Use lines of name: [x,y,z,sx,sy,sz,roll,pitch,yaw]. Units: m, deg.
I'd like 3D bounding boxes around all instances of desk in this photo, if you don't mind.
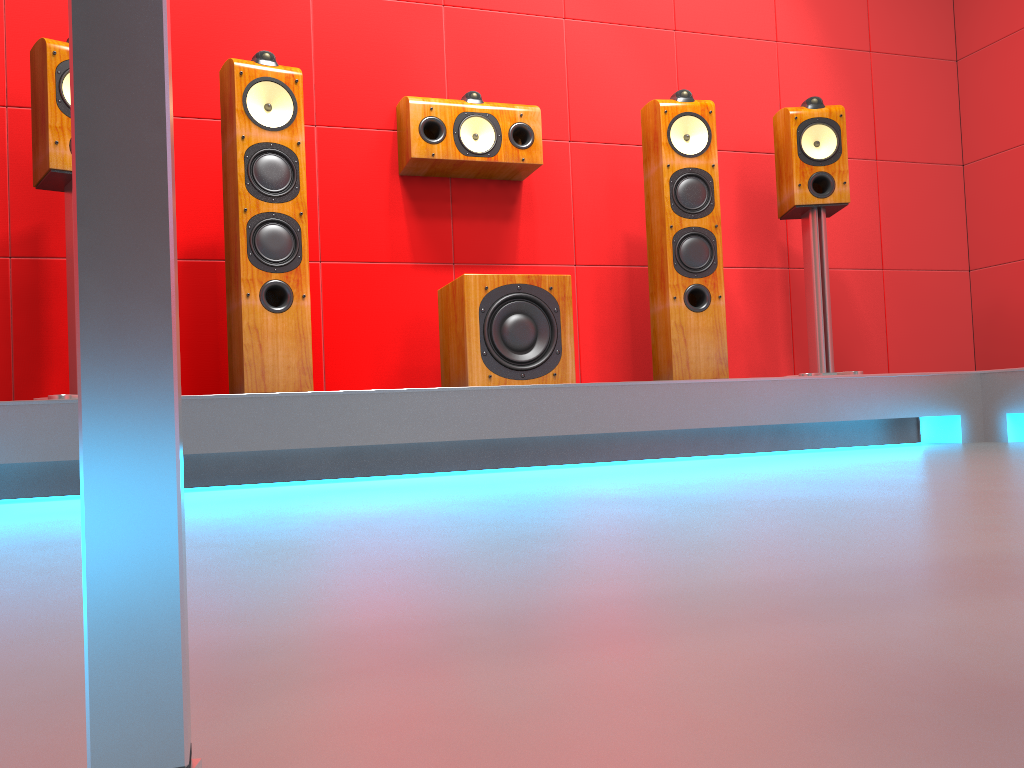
desk: [0.667,-0.198,0.240,1.617,0.690,0.594,-2,-2,-18]

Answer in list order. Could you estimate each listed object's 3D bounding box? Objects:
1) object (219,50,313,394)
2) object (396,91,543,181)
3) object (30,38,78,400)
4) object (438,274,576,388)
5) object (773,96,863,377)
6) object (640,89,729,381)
object: [-0.760,-0.483,2.734,0.203,1.052,0.238,-1,-2,-28]
object: [-0.159,-0.930,3.294,0.493,0.271,0.235,-2,-2,-18]
object: [-1.250,-0.471,2.571,0.231,1.058,0.265,-1,-3,-38]
object: [-0.025,-0.160,2.959,0.360,0.360,0.360,-2,-2,-18]
object: [1.150,-0.544,3.370,0.231,1.058,0.265,-2,-2,2]
object: [0.622,-0.525,3.218,0.203,1.052,0.238,-2,-2,-8]
